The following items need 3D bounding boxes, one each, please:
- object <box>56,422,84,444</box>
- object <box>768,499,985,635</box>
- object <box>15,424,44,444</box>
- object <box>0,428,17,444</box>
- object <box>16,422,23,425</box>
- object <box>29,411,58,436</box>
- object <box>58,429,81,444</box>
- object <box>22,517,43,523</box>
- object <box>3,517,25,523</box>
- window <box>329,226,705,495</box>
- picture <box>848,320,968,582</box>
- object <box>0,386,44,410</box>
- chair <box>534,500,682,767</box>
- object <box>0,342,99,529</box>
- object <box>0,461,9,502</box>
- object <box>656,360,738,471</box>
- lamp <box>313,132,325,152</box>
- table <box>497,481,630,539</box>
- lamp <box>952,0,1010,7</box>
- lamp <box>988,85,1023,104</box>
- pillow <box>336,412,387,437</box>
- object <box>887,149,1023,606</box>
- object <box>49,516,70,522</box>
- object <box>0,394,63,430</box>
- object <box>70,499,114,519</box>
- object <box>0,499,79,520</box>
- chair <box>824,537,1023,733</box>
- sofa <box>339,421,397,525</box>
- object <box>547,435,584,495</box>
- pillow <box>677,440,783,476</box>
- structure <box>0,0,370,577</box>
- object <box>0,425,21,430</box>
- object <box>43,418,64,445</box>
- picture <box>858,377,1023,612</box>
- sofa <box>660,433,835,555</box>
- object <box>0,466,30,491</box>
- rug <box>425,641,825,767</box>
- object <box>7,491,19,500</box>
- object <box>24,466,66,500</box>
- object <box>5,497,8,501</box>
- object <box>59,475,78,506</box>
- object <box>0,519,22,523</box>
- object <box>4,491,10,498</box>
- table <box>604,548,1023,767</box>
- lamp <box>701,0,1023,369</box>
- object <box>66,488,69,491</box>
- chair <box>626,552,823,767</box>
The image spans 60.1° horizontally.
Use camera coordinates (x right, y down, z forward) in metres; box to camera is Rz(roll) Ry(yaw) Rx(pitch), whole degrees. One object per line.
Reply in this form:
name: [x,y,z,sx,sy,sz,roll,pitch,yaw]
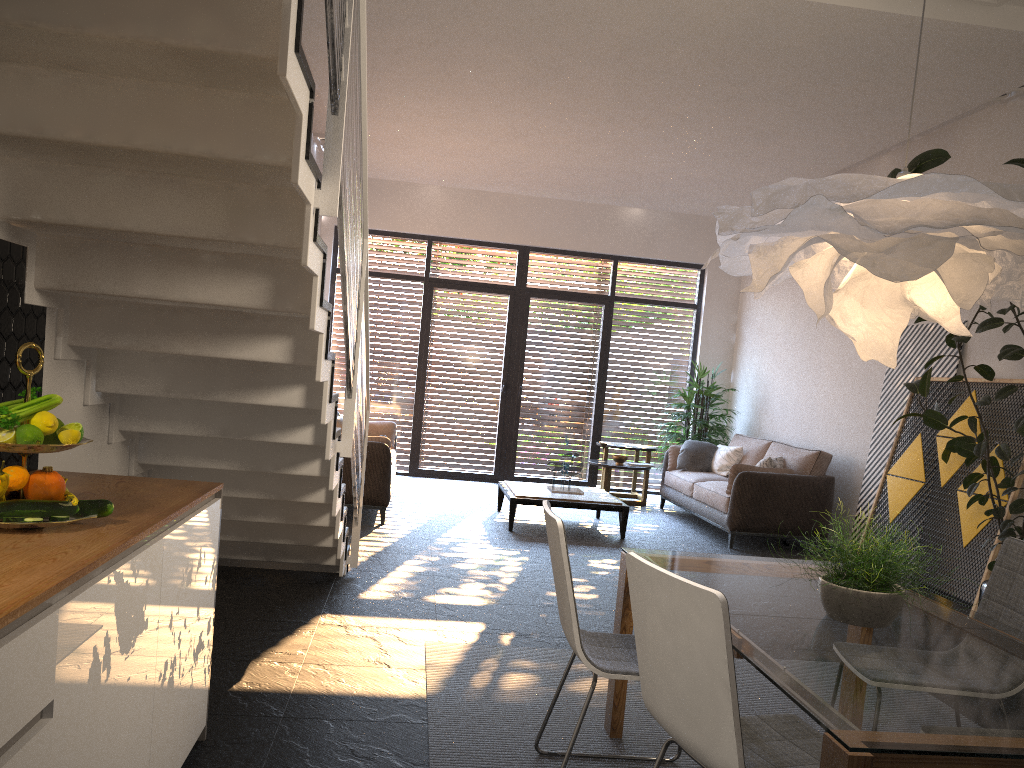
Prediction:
object: [-1.063,0.120,2.133,0.060,0.055,0.058,6,2,28]
object: [1.040,0.523,2.564,0.532,0.368,0.666,5,1,-11]
object: [-1.102,0.121,2.020,0.065,0.060,0.062,5,2,-10]
object: [-1.140,0.124,1.996,0.049,0.050,0.052,6,2,12]
object: [-1.211,0.094,2.135,0.078,0.069,0.059,6,2,22]
object: [-1.093,0.092,2.067,0.068,0.058,0.071,5,2,-7]
object: [-1.040,0.126,2.083,0.045,0.041,0.048,7,3,44]
object: [-1.088,0.311,2.009,0.043,0.017,0.041,6,1,24]
object: [-1.100,0.300,1.955,0.042,0.020,0.043,4,2,-45]
window: [0.007,-0.263,11.007,4.944,3.038,0.458,5,4,-7]
picture: [3.041,0.531,6.908,0.208,2.025,0.954,5,3,-6]
object: [-1.166,0.056,2.068,0.067,0.101,0.210,6,1,9]
chair: [0.365,0.884,2.905,0.602,0.922,0.473,5,3,-4]
object: [-1.145,0.114,2.085,0.352,0.427,0.350,5,2,-13]
object: [-1.144,0.221,1.967,0.125,0.121,0.061,6,3,26]
object: [2.168,0.568,10.437,0.979,1.728,0.910,3,4,-41]
lamp: [-1.878,-2.482,9.089,0.253,0.066,0.643,5,1,-6]
table: [0.433,1.145,8.195,1.049,0.308,1.112,5,1,-6]
lamp: [2.292,-2.065,4.554,0.645,0.066,0.252,5,1,-7]
lamp: [3.319,-1.986,5.825,0.253,0.066,0.643,5,1,-6]
pillow: [-1.822,0.510,8.865,0.953,0.710,1.017,6,2,18]
object: [2.901,-0.052,5.010,0.909,3.210,2.003,3,3,-29]
object: [-1.052,0.312,2.057,0.042,0.014,0.043,5,1,4]
object: [-1.115,0.064,2.044,0.056,0.082,0.181,6,1,23]
object: [-1.076,0.294,2.101,0.239,0.048,0.061,5,2,-26]
object: [-1.099,0.284,2.009,0.053,0.045,0.217,7,2,41]
chair: [1.458,0.981,3.018,0.601,0.922,0.474,5,3,3]
sofa: [-1.600,0.655,8.402,0.994,0.922,2.314,5,1,-6]
object: [0.292,-1.230,3.810,0.365,4.486,8.890,5,1,5]
pillow: [2.160,0.800,8.860,0.619,0.344,1.888,5,1,-6]
structure: [0.957,-2.766,1.312,4.236,8.335,8.434,5,2,-6]
object: [-1.168,0.123,2.038,0.101,0.062,0.075,4,2,-25]
object: [-1.137,0.117,2.148,0.101,0.079,0.095,5,2,-11]
picture: [2.972,0.745,6.153,0.386,1.610,1.493,5,2,-6]
sofa: [2.274,0.997,8.849,0.994,0.922,2.314,5,1,-6]
object: [-1.135,0.215,1.993,0.059,0.056,0.126,5,1,-5]
rug: [0.951,1.397,2.624,2.372,0.006,3.675,5,1,-6]
object: [-1.159,0.287,2.153,0.229,0.076,0.069,5,2,-16]
object: [-1.091,0.236,2.071,0.087,0.093,0.085,5,2,-2]
object: [-1.213,0.288,2.067,0.069,0.065,0.071,6,2,23]
object: [-1.084,0.248,2.102,0.153,0.077,0.079,6,2,28]
object: [-1.163,0.318,2.046,0.067,0.014,0.064,5,1,-40]
object: [-1.207,0.237,2.043,0.087,0.079,0.089,6,2,29]
table: [0.979,1.044,2.584,0.997,0.716,1.795,5,1,-6]
lamp: [1.302,-2.637,2.362,1.117,5.229,1.058,5,4,4]
object: [-1.135,0.276,2.206,0.151,0.073,0.076,6,2,31]
chair: [0.587,0.911,2.179,0.602,0.922,0.473,4,3,-21]
